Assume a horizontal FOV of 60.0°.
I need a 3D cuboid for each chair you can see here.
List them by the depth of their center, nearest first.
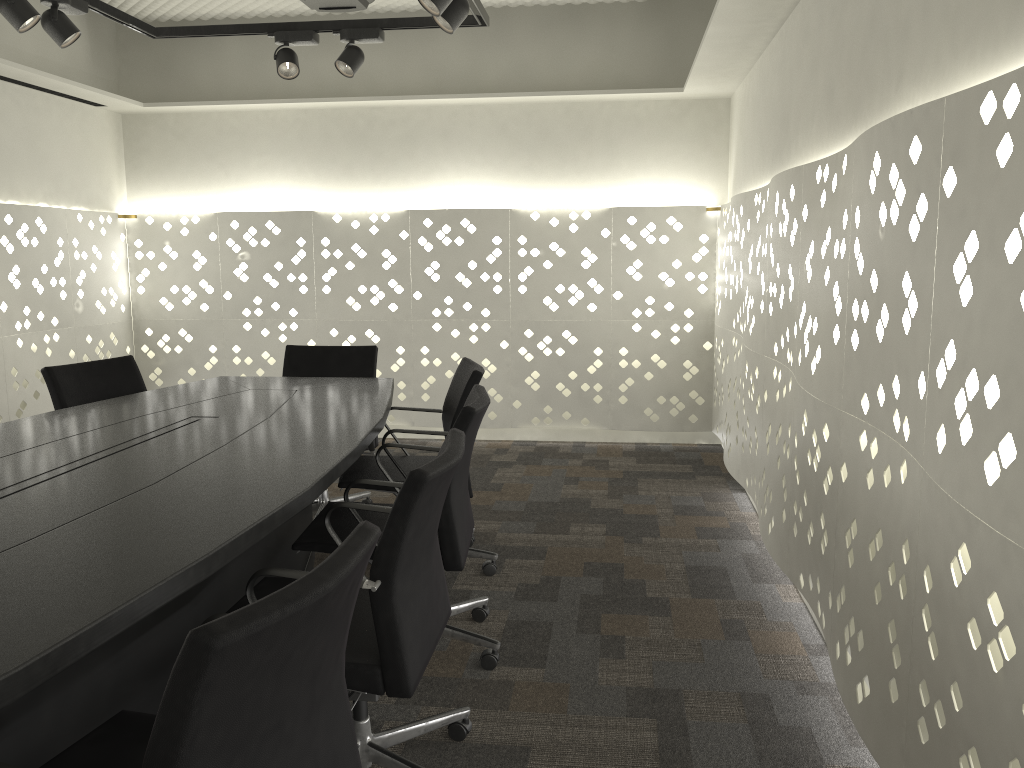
[{"bbox_3d":[-0.470,0.600,1.228,0.579,0.757,0.559,3,9,21],"label":"chair"},{"bbox_3d":[-0.354,0.503,1.886,0.579,0.757,0.559,1,9,11],"label":"chair"},{"bbox_3d":[-0.311,0.406,2.548,0.579,0.757,0.559,1,8,6],"label":"chair"},{"bbox_3d":[-0.347,0.307,3.225,0.579,0.757,0.559,-1,8,-3],"label":"chair"},{"bbox_3d":[-1.410,0.292,3.369,0.579,0.757,0.559,4,9,26],"label":"chair"},{"bbox_3d":[-0.801,0.232,3.752,0.559,0.757,0.579,1,9,11],"label":"chair"}]

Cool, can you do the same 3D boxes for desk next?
[{"bbox_3d":[-1.038,0.540,2.012,1.223,0.658,3.364,1,8,7],"label":"desk"}]

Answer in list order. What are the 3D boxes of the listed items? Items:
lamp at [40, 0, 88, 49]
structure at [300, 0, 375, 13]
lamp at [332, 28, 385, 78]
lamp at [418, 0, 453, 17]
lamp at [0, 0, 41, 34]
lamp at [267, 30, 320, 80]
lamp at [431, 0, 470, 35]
[{"bbox_3d":[-1.584,-1.299,3.138,0.126,0.224,0.213,1,8,10],"label":"lamp"},{"bbox_3d":[-0.803,-1.766,3.956,0.327,0.144,0.371,1,8,7],"label":"structure"},{"bbox_3d":[-0.634,-1.383,3.670,0.214,0.224,0.118,-1,8,-4],"label":"lamp"},{"bbox_3d":[-0.235,-1.245,2.706,0.126,0.224,0.213,1,8,10],"label":"lamp"},{"bbox_3d":[-1.610,-1.267,2.919,0.126,0.224,0.213,1,8,10],"label":"lamp"},{"bbox_3d":[-0.918,-1.385,3.694,0.213,0.224,0.126,1,8,10],"label":"lamp"},{"bbox_3d":[-0.209,-1.277,2.925,0.126,0.224,0.213,1,8,10],"label":"lamp"}]
